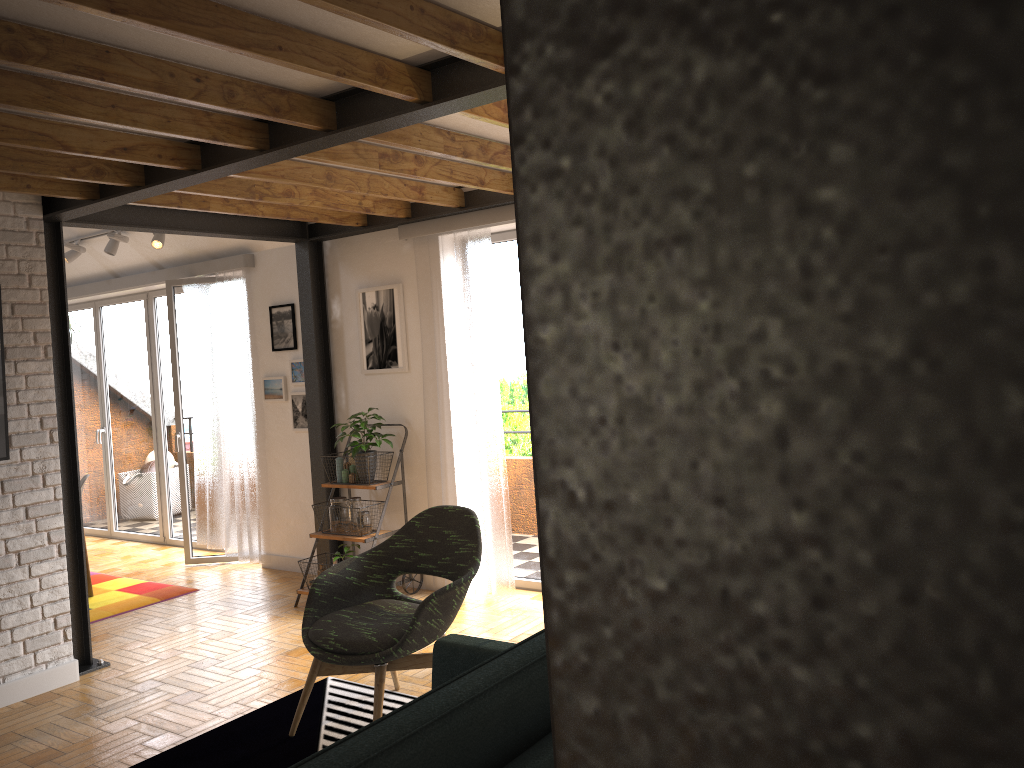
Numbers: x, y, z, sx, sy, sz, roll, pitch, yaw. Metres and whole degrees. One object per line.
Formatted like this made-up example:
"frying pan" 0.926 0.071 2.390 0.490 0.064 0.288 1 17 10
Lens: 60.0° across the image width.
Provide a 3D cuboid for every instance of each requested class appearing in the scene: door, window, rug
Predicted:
"door" -2.232 0.271 6.931 0.803 2.230 0.111 -4 0 -2
"window" -3.985 -0.553 3.139 7.774 4.465 8.646 -3 2 36
"rug" -3.824 1.538 6.168 2.779 0.024 1.941 -2 3 36
"rug" -1.215 1.514 2.360 1.698 0.010 3.507 -2 3 36

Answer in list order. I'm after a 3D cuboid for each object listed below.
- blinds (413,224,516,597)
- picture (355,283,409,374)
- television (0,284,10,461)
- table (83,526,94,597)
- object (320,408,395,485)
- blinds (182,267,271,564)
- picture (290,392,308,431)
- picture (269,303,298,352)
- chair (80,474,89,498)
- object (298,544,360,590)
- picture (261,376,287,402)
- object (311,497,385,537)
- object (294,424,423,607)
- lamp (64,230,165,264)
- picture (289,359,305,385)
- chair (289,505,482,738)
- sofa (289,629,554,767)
"blinds" -0.335 0.135 5.456 0.666 2.282 0.124 -4 0 37
"picture" -0.867 -0.361 5.878 0.414 0.575 0.023 -4 0 36
"television" -2.857 0.073 3.639 0.085 0.990 1.469 -4 1 36
"table" -3.744 1.161 6.194 1.464 0.755 0.852 -3 2 36
"object" -0.995 0.397 5.701 0.397 0.475 0.491 -5 1 -42
"blinds" -2.203 0.217 6.778 0.748 2.288 0.187 -4 0 30
"picture" -1.518 0.199 6.381 0.201 0.284 0.022 -4 0 35
"picture" -1.669 -0.410 6.460 0.261 0.336 0.021 -4 0 36
"chair" -3.287 1.081 6.324 0.543 0.801 0.464 -4 1 -28
"object" -1.102 1.132 5.494 0.438 0.290 0.277 -3 1 36
"picture" -1.755 0.038 6.542 0.251 0.183 0.023 -3 0 36
"object" -1.030 0.834 5.622 0.438 0.216 0.239 -3 2 36
"object" -1.011 0.826 5.645 0.578 1.078 0.632 -4 1 36
"lamp" -3.327 -1.108 7.120 3.485 0.262 0.208 -2 2 37
"picture" -1.504 -0.087 6.352 0.251 0.183 0.023 -3 0 36
"chair" -0.478 0.992 3.717 0.751 0.830 0.784 -3 1 42
"sofa" -0.450 1.080 1.942 0.823 0.782 1.977 -3 2 36
